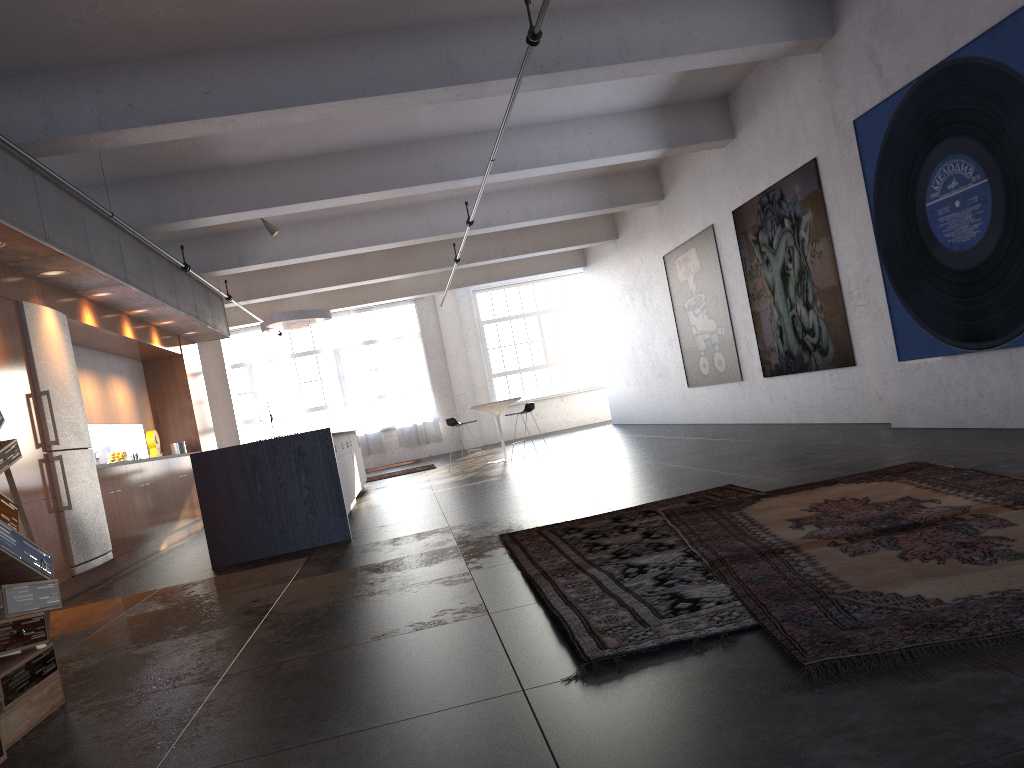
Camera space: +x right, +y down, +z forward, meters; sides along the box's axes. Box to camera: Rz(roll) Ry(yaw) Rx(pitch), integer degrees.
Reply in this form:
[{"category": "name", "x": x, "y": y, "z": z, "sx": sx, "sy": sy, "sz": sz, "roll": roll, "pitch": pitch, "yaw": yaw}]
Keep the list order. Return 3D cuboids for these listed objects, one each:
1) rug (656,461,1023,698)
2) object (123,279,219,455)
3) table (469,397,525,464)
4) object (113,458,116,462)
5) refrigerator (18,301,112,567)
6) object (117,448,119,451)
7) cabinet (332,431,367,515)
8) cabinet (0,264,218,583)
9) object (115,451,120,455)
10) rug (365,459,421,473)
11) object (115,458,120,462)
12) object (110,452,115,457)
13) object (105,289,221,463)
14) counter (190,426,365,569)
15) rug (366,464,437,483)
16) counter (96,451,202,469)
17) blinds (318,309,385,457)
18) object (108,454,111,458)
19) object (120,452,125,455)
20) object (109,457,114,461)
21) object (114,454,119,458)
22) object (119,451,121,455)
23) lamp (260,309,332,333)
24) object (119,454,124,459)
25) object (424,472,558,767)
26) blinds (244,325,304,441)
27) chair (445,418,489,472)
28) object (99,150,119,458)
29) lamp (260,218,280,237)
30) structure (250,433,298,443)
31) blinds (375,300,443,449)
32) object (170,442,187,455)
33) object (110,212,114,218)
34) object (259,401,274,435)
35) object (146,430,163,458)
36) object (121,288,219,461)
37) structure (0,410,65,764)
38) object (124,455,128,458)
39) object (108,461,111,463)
[{"category": "rug", "x": 1.660, "y": 0.622, "z": 3.853, "sx": 1.875, "sy": 0.048, "sz": 3.525, "roll": -11, "pitch": -1, "yaw": 2}, {"category": "object", "x": -4.520, "y": 0.802, "z": 10.301, "sx": 0.057, "sy": 0.060, "sz": 0.053, "roll": -11, "pitch": 0, "yaw": 15}, {"category": "table", "x": -0.185, "y": 0.755, "z": 14.186, "sx": 0.833, "sy": 0.952, "sz": 0.824, "roll": -11, "pitch": 0, "yaw": -8}, {"category": "object", "x": -4.607, "y": 0.874, "z": 10.249, "sx": 0.061, "sy": 0.053, "sz": 0.052, "roll": -11, "pitch": -1, "yaw": 35}, {"category": "refrigerator", "x": -3.884, "y": 0.436, "z": 7.624, "sx": 0.221, "sy": 2.191, "sz": 0.949, "roll": -11, "pitch": 0, "yaw": -10}, {"category": "object", "x": -4.831, "y": 0.891, "z": 10.899, "sx": 0.060, "sy": 0.209, "sz": 0.143, "roll": -11, "pitch": 0, "yaw": -8}, {"category": "cabinet", "x": -2.460, "y": 1.155, "z": 11.253, "sx": 0.927, "sy": 0.930, "sz": 5.617, "roll": -11, "pitch": -1, "yaw": -7}, {"category": "cabinet", "x": -5.255, "y": 0.642, "z": 9.389, "sx": 2.392, "sy": 2.562, "sz": 8.061, "roll": -11, "pitch": -1, "yaw": -8}, {"category": "object", "x": -3.677, "y": -0.551, "z": 5.511, "sx": 0.059, "sy": 2.164, "sz": 9.816, "roll": -11, "pitch": -1, "yaw": -14}, {"category": "rug", "x": -3.583, "y": 2.015, "z": 19.771, "sx": 3.149, "sy": 0.009, "sz": 1.804, "roll": -11, "pitch": -1, "yaw": -10}, {"category": "object", "x": -4.537, "y": 0.876, "z": 10.194, "sx": 0.053, "sy": 0.053, "sz": 0.061, "roll": -11, "pitch": -1, "yaw": -26}, {"category": "object", "x": -4.595, "y": 0.809, "z": 10.187, "sx": 0.058, "sy": 0.060, "sz": 0.051, "roll": -11, "pitch": 0, "yaw": 26}, {"category": "object", "x": -5.234, "y": 1.361, "z": 3.784, "sx": 0.948, "sy": 1.214, "sz": 13.207, "roll": -11, "pitch": -1, "yaw": 3}, {"category": "counter", "x": -2.402, "y": 1.100, "z": 10.648, "sx": 1.148, "sy": 0.971, "sz": 6.619, "roll": -11, "pitch": -1, "yaw": -7}, {"category": "rug", "x": -2.834, "y": 1.780, "z": 16.175, "sx": 2.901, "sy": 0.029, "sz": 1.844, "roll": -11, "pitch": -1, "yaw": -9}, {"category": "counter", "x": -4.895, "y": 1.014, "z": 10.189, "sx": 1.616, "sy": 0.039, "sz": 4.436, "roll": -11, "pitch": -1, "yaw": -8}, {"category": "blinds", "x": -3.842, "y": -0.100, "z": 20.807, "sx": 1.044, "sy": 3.698, "sz": 0.336, "roll": -11, "pitch": 0, "yaw": -12}, {"category": "object", "x": -4.639, "y": 0.832, "z": 10.233, "sx": 0.062, "sy": 0.053, "sz": 0.052, "roll": -11, "pitch": -1, "yaw": 39}, {"category": "object", "x": -3.828, "y": -0.472, "z": 6.998, "sx": 0.054, "sy": 2.169, "sz": 6.799, "roll": -11, "pitch": -1, "yaw": -16}, {"category": "object", "x": -4.606, "y": 0.860, "z": 10.187, "sx": 0.054, "sy": 0.054, "sz": 0.060, "roll": -11, "pitch": -1, "yaw": -17}, {"category": "object", "x": -3.933, "y": -0.437, "z": 7.594, "sx": 0.057, "sy": 2.190, "sz": 5.572, "roll": -11, "pitch": -1, "yaw": -18}, {"category": "object", "x": -4.568, "y": 0.808, "z": 10.321, "sx": 0.063, "sy": 0.051, "sz": 0.052, "roll": -11, "pitch": 0, "yaw": -16}, {"category": "lamp", "x": -3.355, "y": -0.940, "z": 13.295, "sx": 1.060, "sy": 0.130, "sz": 1.026, "roll": -12, "pitch": -2, "yaw": 38}, {"category": "object", "x": -4.105, "y": -0.367, "z": 9.221, "sx": 0.054, "sy": 2.228, "sz": 2.372, "roll": -11, "pitch": 0, "yaw": -32}, {"category": "object", "x": -2.842, "y": 1.754, "z": 7.510, "sx": 19.855, "sy": 0.001, "sz": 27.052, "roll": -11, "pitch": -1, "yaw": -8}, {"category": "blinds", "x": -5.498, "y": 0.226, "z": 20.533, "sx": 1.038, "sy": 3.675, "sz": 0.358, "roll": -11, "pitch": 0, "yaw": -10}, {"category": "chair", "x": -0.737, "y": 0.944, "z": 13.765, "sx": 0.513, "sy": 0.895, "sz": 0.456, "roll": -11, "pitch": 0, "yaw": -31}, {"category": "object", "x": -4.538, "y": 0.843, "z": 10.273, "sx": 0.050, "sy": 0.053, "sz": 0.065, "roll": -11, "pitch": -1, "yaw": 29}, {"category": "lamp", "x": -3.206, "y": -2.094, "z": 11.753, "sx": 0.225, "sy": 0.287, "sz": 0.130, "roll": -11, "pitch": 0, "yaw": -25}, {"category": "structure", "x": -2.588, "y": 0.616, "z": 9.688, "sx": 0.515, "sy": 0.072, "sz": 0.636, "roll": -11, "pitch": -1, "yaw": -8}, {"category": "blinds", "x": -2.509, "y": -0.359, "z": 21.041, "sx": 1.036, "sy": 3.751, "sz": 0.339, "roll": -11, "pitch": 0, "yaw": -11}, {"category": "object", "x": -4.595, "y": 0.895, "z": 12.214, "sx": 0.187, "sy": 0.170, "sz": 0.194, "roll": -11, "pitch": -1, "yaw": 40}, {"category": "object", "x": -4.577, "y": 0.855, "z": 10.311, "sx": 0.052, "sy": 0.053, "sz": 0.062, "roll": -11, "pitch": -1, "yaw": -1}, {"category": "object", "x": -5.077, "y": 1.314, "z": 18.553, "sx": 1.187, "sy": 1.920, "sz": 1.049, "roll": -11, "pitch": 0, "yaw": -9}, {"category": "object", "x": -4.667, "y": 0.793, "z": 11.565, "sx": 0.100, "sy": 0.381, "sz": 0.273, "roll": -11, "pitch": 0, "yaw": -8}, {"category": "object", "x": -4.418, "y": -0.244, "z": 11.619, "sx": 0.057, "sy": 2.310, "sz": 2.937, "roll": -11, "pitch": -1, "yaw": 11}, {"category": "structure", "x": -2.122, "y": 0.696, "z": 2.957, "sx": 0.641, "sy": 1.315, "sz": 1.903, "roll": -11, "pitch": -1, "yaw": -8}, {"category": "object", "x": -5.400, "y": -0.217, "z": 4.459, "sx": 0.062, "sy": 2.210, "sz": 11.856, "roll": -11, "pitch": -1, "yaw": 6}, {"category": "object", "x": -5.115, "y": 1.400, "z": 3.851, "sx": 0.054, "sy": 1.095, "sz": 12.780, "roll": -11, "pitch": -1, "yaw": 5}]
